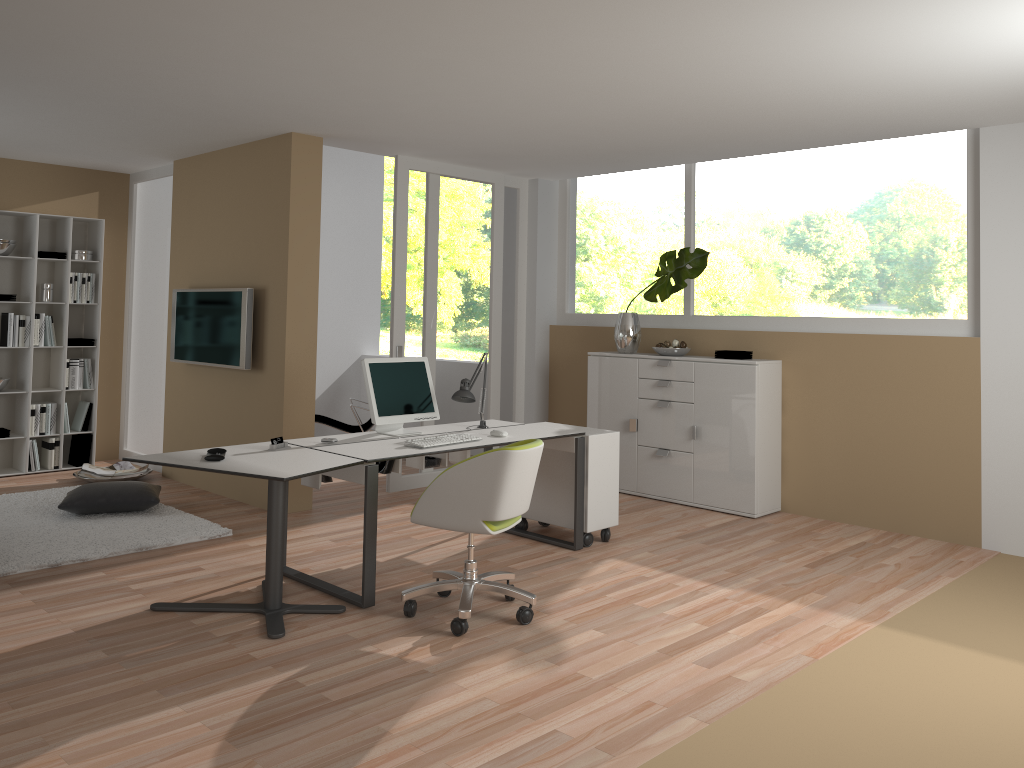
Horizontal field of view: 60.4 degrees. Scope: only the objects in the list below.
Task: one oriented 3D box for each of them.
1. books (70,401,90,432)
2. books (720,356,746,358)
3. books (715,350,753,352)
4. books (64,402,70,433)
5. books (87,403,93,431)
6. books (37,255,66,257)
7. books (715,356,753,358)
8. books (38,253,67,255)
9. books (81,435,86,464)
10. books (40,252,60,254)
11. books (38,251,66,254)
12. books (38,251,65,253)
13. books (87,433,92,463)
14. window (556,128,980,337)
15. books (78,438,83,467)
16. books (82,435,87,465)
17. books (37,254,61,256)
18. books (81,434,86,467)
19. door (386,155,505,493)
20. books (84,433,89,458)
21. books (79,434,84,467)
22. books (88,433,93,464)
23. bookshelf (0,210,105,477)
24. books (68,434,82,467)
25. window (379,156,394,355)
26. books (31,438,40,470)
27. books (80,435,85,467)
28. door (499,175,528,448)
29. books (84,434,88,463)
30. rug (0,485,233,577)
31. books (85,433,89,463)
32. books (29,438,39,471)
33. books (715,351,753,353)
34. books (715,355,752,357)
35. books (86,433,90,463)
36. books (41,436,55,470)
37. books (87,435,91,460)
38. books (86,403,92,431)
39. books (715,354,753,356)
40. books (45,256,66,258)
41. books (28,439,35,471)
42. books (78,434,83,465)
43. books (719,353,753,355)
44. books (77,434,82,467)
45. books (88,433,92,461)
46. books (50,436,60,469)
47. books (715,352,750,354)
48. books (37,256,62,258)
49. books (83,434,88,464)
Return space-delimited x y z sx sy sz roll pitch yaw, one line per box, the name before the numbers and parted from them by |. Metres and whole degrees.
books | -3.750 0.277 7.646 0.208 0.247 0.085 1 -1 45
books | 1.635 -0.204 6.502 0.222 0.007 0.157 5 6 42
books | 1.640 -0.242 6.500 0.222 0.006 0.157 5 6 44
books | -3.834 0.282 7.514 0.208 0.261 0.060 1 -2 44
books | -3.719 0.280 7.675 0.211 0.239 0.043 2 -1 45
books | -3.964 -1.084 7.482 0.298 0.006 0.210 5 6 39
books | 1.636 -0.198 6.500 0.222 0.006 0.157 5 6 44
books | -3.962 -1.101 7.485 0.298 0.008 0.210 5 6 39
books | -3.743 0.566 7.600 0.211 0.270 0.032 1 -2 45
books | -3.962 -1.107 7.486 0.298 0.008 0.210 5 6 39
books | -3.963 -1.112 7.481 0.298 0.007 0.210 5 6 39
books | -3.961 -1.117 7.481 0.298 0.006 0.210 5 6 39
books | -3.708 0.564 7.635 0.211 0.270 0.032 1 -2 45
window | 1.735 -1.314 6.888 3.640 1.803 0.045 4 0 44
books | -3.757 0.564 7.590 0.214 0.272 0.032 1 -2 44
books | -3.735 0.565 7.608 0.211 0.270 0.032 1 -2 45
books | -3.964 -1.090 7.482 0.298 0.006 0.210 5 6 39
books | -3.739 0.563 7.604 0.219 0.275 0.032 1 -2 45
door | -0.515 -0.511 7.278 0.060 2.659 1.184 -1 -3 44
books | -3.726 0.562 7.622 0.214 0.272 0.032 1 -2 44
books | -3.749 0.564 7.591 0.217 0.274 0.032 1 -2 44
books | -3.700 0.563 7.643 0.211 0.270 0.032 1 -2 45
bookshelf | -4.056 -0.351 7.376 0.332 2.151 1.036 -1 -3 44
books | -3.766 0.567 7.576 0.211 0.270 0.032 1 -2 45
window | 2.279 -2.180 14.044 12.080 5.983 2.069 3 -1 28
books | -3.999 0.578 7.352 0.208 0.259 0.058 1 -1 44
books | -3.746 0.566 7.596 0.211 0.270 0.032 1 -2 45
door | -0.300 -0.531 7.577 0.045 2.659 1.184 -1 -3 44
books | -3.726 0.565 7.615 0.212 0.270 0.032 1 -2 44
rug | -2.912 0.876 5.593 2.028 0.045 1.448 5 6 44
books | -3.722 0.562 7.626 0.214 0.272 0.032 1 -2 44
books | -4.000 0.582 7.328 0.208 0.259 0.058 1 -1 45
books | 1.638 -0.237 6.500 0.222 0.007 0.157 5 6 44
books | 1.637 -0.209 6.500 0.222 0.006 0.157 5 6 44
books | -3.715 0.562 7.626 0.217 0.274 0.032 1 -2 44
books | -3.911 0.576 7.417 0.208 0.260 0.040 1 -2 44
books | -3.712 0.564 7.631 0.211 0.270 0.032 1 -2 45
books | -3.724 0.278 7.669 0.219 0.243 0.043 2 -1 45
books | 1.637 -0.215 6.500 0.222 0.006 0.157 5 6 44
books | -3.967 -1.079 7.484 0.298 0.007 0.210 5 6 37
books | -4.021 0.581 7.313 0.208 0.261 0.060 1 -2 44
books | -3.761 0.564 7.586 0.214 0.272 0.032 1 -2 44
books | 1.639 -0.226 6.503 0.222 0.008 0.157 5 6 44
books | -3.761 0.567 7.579 0.212 0.270 0.032 1 -2 44
books | -3.704 0.561 7.639 0.219 0.275 0.032 1 -2 45
books | -3.886 0.574 7.449 0.208 0.260 0.040 1 -2 44
books | 1.639 -0.232 6.503 0.222 0.008 0.157 5 6 44
books | -3.965 -1.073 7.482 0.298 0.006 0.210 5 6 39
books | -3.731 0.565 7.612 0.211 0.270 0.032 1 -2 45
